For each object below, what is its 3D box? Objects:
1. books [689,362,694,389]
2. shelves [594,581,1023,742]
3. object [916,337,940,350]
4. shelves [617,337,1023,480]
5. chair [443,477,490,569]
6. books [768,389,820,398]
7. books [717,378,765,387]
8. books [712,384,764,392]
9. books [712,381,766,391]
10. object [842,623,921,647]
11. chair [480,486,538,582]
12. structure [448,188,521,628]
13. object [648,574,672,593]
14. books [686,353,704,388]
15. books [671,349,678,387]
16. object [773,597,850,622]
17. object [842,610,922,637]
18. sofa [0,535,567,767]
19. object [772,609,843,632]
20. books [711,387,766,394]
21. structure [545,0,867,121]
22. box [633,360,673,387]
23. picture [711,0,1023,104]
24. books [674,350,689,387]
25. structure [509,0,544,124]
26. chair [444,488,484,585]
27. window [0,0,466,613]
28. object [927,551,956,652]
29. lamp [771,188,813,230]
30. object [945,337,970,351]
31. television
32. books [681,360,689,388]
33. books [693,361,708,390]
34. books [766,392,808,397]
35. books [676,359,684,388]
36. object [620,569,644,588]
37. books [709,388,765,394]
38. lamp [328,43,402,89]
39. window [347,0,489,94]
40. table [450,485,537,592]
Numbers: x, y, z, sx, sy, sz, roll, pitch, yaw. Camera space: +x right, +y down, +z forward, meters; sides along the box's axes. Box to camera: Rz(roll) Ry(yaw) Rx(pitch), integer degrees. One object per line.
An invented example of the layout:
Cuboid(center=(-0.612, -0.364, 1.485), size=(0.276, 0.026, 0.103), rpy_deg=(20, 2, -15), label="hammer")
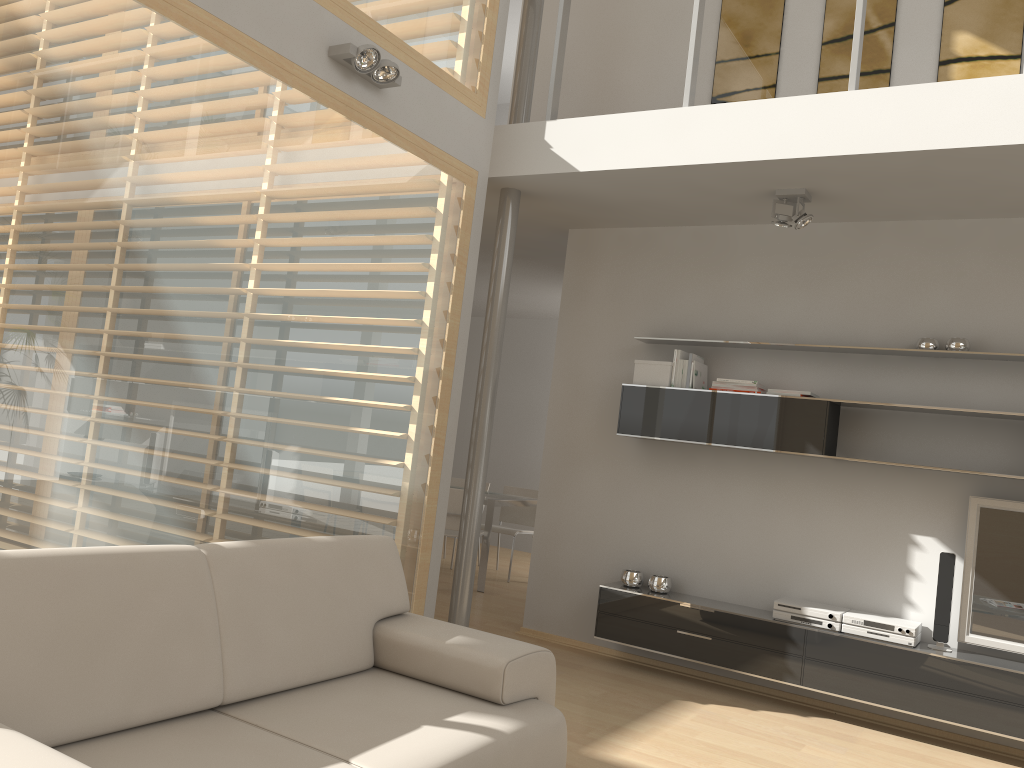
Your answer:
Cuboid(center=(1.094, -0.036, 5.241), size=(0.009, 0.156, 0.207), rpy_deg=(5, -4, 31), label="books")
Cuboid(center=(2.380, 1.502, 4.255), size=(4.236, 0.312, 0.300), rpy_deg=(5, -4, 31), label="shelves")
Cuboid(center=(2.198, -0.204, 4.690), size=(0.115, 0.081, 0.115), rpy_deg=(6, -4, 12), label="object")
Cuboid(center=(2.522, 0.314, 4.332), size=(4.236, 0.914, 0.300), rpy_deg=(5, -4, 31), label="shelves")
Cuboid(center=(-0.569, 1.324, 8.544), size=(0.455, 0.807, 0.501), rpy_deg=(5, -4, 31), label="chair")
Cuboid(center=(1.568, 0.056, 4.932), size=(0.230, 0.017, 0.227), rpy_deg=(5, -4, 31), label="books")
Cuboid(center=(1.315, -0.003, 5.091), size=(0.227, 0.017, 0.230), rpy_deg=(5, -4, 26), label="books")
Cuboid(center=(1.296, 0.026, 5.086), size=(0.254, 0.015, 0.190), rpy_deg=(5, -4, 27), label="books")
Cuboid(center=(1.303, 0.011, 5.081), size=(0.254, 0.015, 0.190), rpy_deg=(4, -4, 33), label="books")
Cuboid(center=(1.906, 1.284, 4.577), size=(0.349, 0.049, 0.250), rpy_deg=(5, -4, 31), label="object")
Cuboid(center=(-0.038, 1.364, 8.182), size=(0.455, 0.807, 0.501), rpy_deg=(5, -4, 31), label="chair")
Cuboid(center=(-0.166, 0.200, 5.135), size=(0.121, 2.700, 0.122), rpy_deg=(6, -4, 19), label="structure")
Cuboid(center=(0.873, 1.182, 5.237), size=(0.143, 0.091, 0.143), rpy_deg=(9, -4, -26), label="object")
Cuboid(center=(1.083, -0.063, 5.249), size=(0.021, 0.210, 0.207), rpy_deg=(5, -4, 31), label="books")
Cuboid(center=(1.009, -0.077, 5.303), size=(0.017, 0.227, 0.230), rpy_deg=(5, -4, 31), label="books")
Cuboid(center=(1.606, 1.211, 4.760), size=(0.349, 0.049, 0.262), rpy_deg=(5, -4, 31), label="object")
Cuboid(center=(1.909, 1.235, 4.576), size=(0.349, 0.049, 0.262), rpy_deg=(5, -4, 31), label="object")
Cuboid(center=(-0.737, 0.886, 2.365), size=(1.168, 0.846, 2.093), rpy_deg=(5, -4, 31), label="sofa")
Cuboid(center=(1.600, 1.259, 4.757), size=(0.349, 0.049, 0.262), rpy_deg=(5, -4, 31), label="object")
Cuboid(center=(1.304, 0.040, 5.082), size=(0.268, 0.011, 0.190), rpy_deg=(4, -4, 33), label="books")
Cuboid(center=(2.299, -1.716, 3.729), size=(5.400, 0.900, 0.080), rpy_deg=(5, -4, 31), label="structure")
Cuboid(center=(0.883, -0.050, 5.341), size=(0.232, 0.149, 0.232), rpy_deg=(5, -4, 31), label="box")
Cuboid(center=(2.058, -2.497, 5.163), size=(1.684, 1.800, 0.010), rpy_deg=(5, -4, 31), label="picture")
Cuboid(center=(1.028, -0.075, 5.299), size=(0.017, 0.227, 0.230), rpy_deg=(5, -4, 31), label="books")
Cuboid(center=(0.172, -2.624, 5.318), size=(0.121, 2.400, 0.122), rpy_deg=(6, -4, 19), label="structure")
Cuboid(center=(-0.487, 1.256, 7.332), size=(0.455, 0.807, 0.501), rpy_deg=(6, -4, 11), label="chair")
Cuboid(center=(-1.051, 0.000, 3.682), size=(0.020, 2.500, 2.525), rpy_deg=(5, -4, 31), label="window")
Cuboid(center=(2.179, 1.091, 4.474), size=(0.111, 0.483, 0.116), rpy_deg=(5, -4, 28), label="object")
Cuboid(center=(1.465, -0.902, 4.630), size=(0.214, 0.195, 0.150), rpy_deg=(5, -4, 31), label="lamp")
Cuboid(center=(2.301, -0.199, 4.577), size=(0.115, 0.081, 0.115), rpy_deg=(6, -4, 12), label="object")
Cuboid(center=(2.817, 0.974, 4.186), size=(1.224, 0.735, 0.096), rpy_deg=(5, -4, 31), label="television")
Cuboid(center=(1.067, -0.043, 5.271), size=(0.027, 0.169, 0.230), rpy_deg=(5, -4, 31), label="books")
Cuboid(center=(1.115, -0.039, 5.245), size=(0.023, 0.169, 0.230), rpy_deg=(5, -4, 31), label="books")
Cuboid(center=(1.557, 0.072, 4.942), size=(0.190, 0.015, 0.254), rpy_deg=(4, -5, 38), label="books")
Cuboid(center=(1.039, -0.046, 5.279), size=(0.027, 0.169, 0.230), rpy_deg=(5, -4, 31), label="books")
Cuboid(center=(0.722, 1.170, 5.329), size=(0.143, 0.091, 0.143), rpy_deg=(9, -4, -26), label="object")
Cuboid(center=(1.306, 0.052, 5.078), size=(0.297, 0.013, 0.210), rpy_deg=(5, -4, 31), label="books")
Cuboid(center=(-0.633, -1.425, 3.980), size=(0.183, 0.110, 0.360), rpy_deg=(5, -4, 31), label="lamp")
Cuboid(center=(-0.713, -2.824, 3.865), size=(0.020, 2.200, 2.525), rpy_deg=(5, -4, 31), label="window")
Cuboid(center=(-0.889, 1.289, 8.138), size=(2.199, 0.746, 0.900), rpy_deg=(5, -4, 31), label="table")
